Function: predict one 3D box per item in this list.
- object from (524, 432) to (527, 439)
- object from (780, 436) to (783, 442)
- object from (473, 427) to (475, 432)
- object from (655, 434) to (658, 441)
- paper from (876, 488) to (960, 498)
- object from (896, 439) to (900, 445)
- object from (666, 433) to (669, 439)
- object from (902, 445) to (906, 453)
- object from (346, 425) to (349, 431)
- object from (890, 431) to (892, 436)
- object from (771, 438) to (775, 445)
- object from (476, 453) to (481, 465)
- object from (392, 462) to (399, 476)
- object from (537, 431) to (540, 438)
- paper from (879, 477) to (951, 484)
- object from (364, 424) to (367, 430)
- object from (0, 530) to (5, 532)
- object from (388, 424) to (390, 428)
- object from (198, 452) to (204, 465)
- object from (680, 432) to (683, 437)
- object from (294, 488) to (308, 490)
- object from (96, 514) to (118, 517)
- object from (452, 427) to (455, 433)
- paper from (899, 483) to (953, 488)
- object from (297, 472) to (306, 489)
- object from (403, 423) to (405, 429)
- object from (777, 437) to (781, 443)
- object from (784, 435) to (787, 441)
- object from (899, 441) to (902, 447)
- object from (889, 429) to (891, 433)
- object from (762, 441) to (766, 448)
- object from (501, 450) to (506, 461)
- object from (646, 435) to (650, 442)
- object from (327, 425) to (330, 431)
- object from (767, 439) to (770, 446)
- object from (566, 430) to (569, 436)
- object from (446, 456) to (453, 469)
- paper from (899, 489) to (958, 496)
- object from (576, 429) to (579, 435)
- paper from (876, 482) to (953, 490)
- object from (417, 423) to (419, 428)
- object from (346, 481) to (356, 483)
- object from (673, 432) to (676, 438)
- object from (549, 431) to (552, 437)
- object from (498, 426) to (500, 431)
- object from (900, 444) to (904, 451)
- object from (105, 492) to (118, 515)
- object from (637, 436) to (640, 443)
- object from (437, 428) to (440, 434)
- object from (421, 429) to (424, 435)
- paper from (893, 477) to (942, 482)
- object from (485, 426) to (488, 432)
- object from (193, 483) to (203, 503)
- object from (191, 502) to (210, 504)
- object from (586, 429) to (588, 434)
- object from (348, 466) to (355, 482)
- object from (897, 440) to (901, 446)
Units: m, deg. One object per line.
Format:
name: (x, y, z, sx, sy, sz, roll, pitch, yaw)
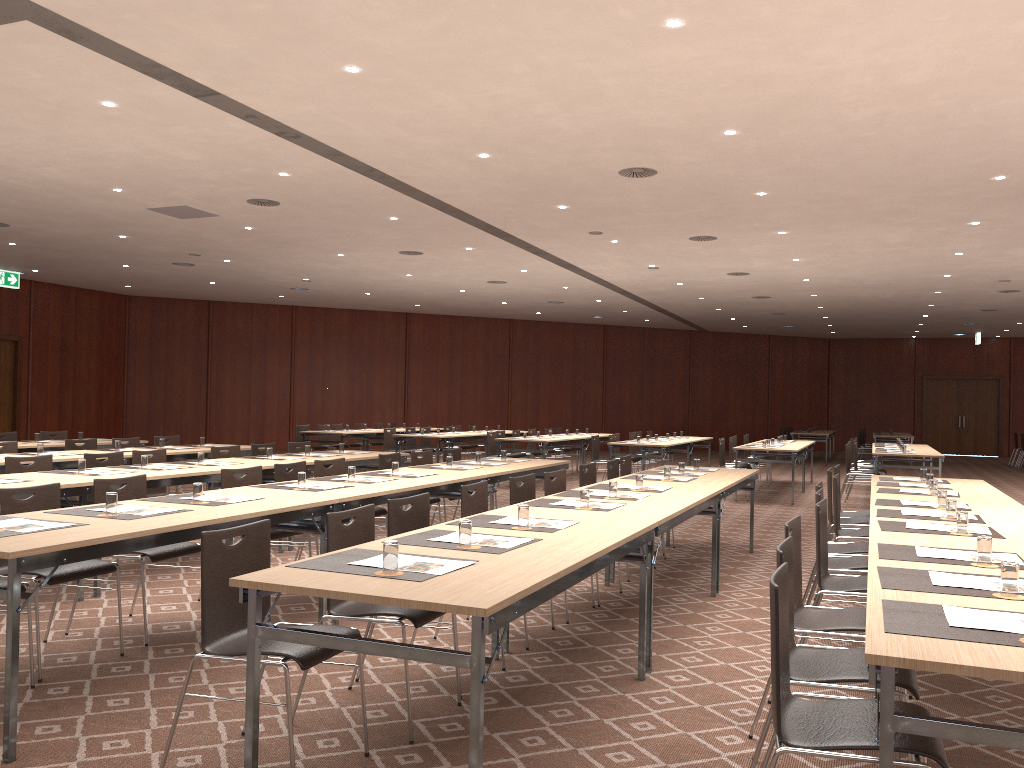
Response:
object: (0.227, 0.891, 15.322, 0.054, 0.114, 0.054, 1, -1, 11)
object: (5.016, 1.021, 16.514, 0.054, 0.114, 0.054, 1, -1, -12)
object: (-0.777, 0.932, 18.179, 0.054, 0.114, 0.054, 1, -1, -12)
object: (2.568, 0.952, 15.776, 0.054, 0.114, 0.054, 1, -1, 11)
paper: (3.093, 0.827, 6.756, 0.565, 0.003, 0.460, 1, -1, 25)
object: (7.123, 1.064, 16.358, 0.054, 0.114, 0.054, 2, -1, -34)
object: (2.927, 0.979, 16.671, 0.054, 0.114, 0.054, 1, -1, -12)
object: (5.771, 0.963, 13.051, 0.054, 0.114, 0.054, 1, -1, -12)
object: (-3.239, 0.862, 17.452, 0.054, 0.114, 0.054, 1, -1, 11)
object: (9.633, 1.253, 22.521, 0.054, 0.114, 0.054, 2, -1, -34)
object: (4.416, 0.976, 15.014, 0.054, 0.114, 0.054, 1, -1, 11)
object: (-0.329, 0.735, 8.690, 0.054, 0.114, 0.054, 2, -1, -34)
object: (-0.946, 0.689, 7.198, 0.054, 0.114, 0.054, 2, -1, -34)
object: (0.473, 0.910, 15.924, 0.054, 0.114, 0.054, 1, -1, 11)
paper: (3.599, 0.863, 7.949, 0.565, 0.003, 0.460, 1, -1, 21)
object: (-2.986, 0.881, 18.046, 0.054, 0.114, 0.054, 1, -1, 11)
object: (-2.281, 0.645, 3.890, 0.102, 0.001, 0.102, 0, -1, 33)
object: (-2.626, 0.908, 18.945, 0.054, 0.114, 0.054, 1, -1, -12)
object: (-2.787, 0.665, 7.944, 0.054, 0.114, 0.054, 2, -1, -34)
object: (3.419, 1.016, 17.870, 0.054, 0.114, 0.054, 1, -1, -12)
object: (-1.426, 0.710, 5.989, 0.102, 0.001, 0.102, 1, -1, 11)
object: (-2.045, 0.664, 4.486, 0.102, 0.001, 0.102, 1, -1, 11)
object: (-1.140, 0.904, 17.286, 0.054, 0.114, 0.054, 1, -1, 11)
paper: (3.442, 0.844, 7.378, 0.398, 0.006, 0.283, 1, -1, 23)
object: (-1.421, 0.653, 5.993, 0.054, 0.114, 0.054, 2, -1, -34)
object: (-2.377, 0.927, 19.552, 0.054, 0.114, 0.054, 1, -1, -12)
object: (4.791, 1.003, 15.912, 0.054, 0.114, 0.054, 1, -1, -12)
object: (5.273, 1.040, 17.123, 0.054, 0.114, 0.054, 1, -1, -12)
object: (6.641, 1.027, 15.159, 0.054, 0.114, 0.054, 2, -1, -34)
object: (10.504, 1.317, 24.622, 0.054, 0.114, 0.054, 1, -1, -12)
object: (3.930, 0.939, 13.812, 0.054, 0.114, 0.054, 1, -1, 11)
object: (-0.087, 0.754, 9.303, 0.054, 0.114, 0.054, 1, -1, -12)
object: (2.325, 0.933, 15.163, 0.054, 0.114, 0.054, 1, -1, 11)
object: (-3.481, 0.844, 16.839, 0.054, 0.114, 0.054, 1, -1, 11)
object: (4.166, 0.957, 14.412, 0.054, 0.114, 0.054, 1, -1, 11)
object: (1.086, 0.956, 17.428, 0.054, 0.114, 0.054, 1, -1, -12)
object: (-0.571, 0.717, 8.095, 0.054, 0.114, 0.054, 2, -1, -34)
paper: (3.180, 0.825, 6.771, 0.398, 0.006, 0.283, 1, -1, 26)
object: (1.325, 0.974, 18.021, 0.054, 0.114, 0.054, 1, -1, -12)
paper: (3.345, 0.846, 7.385, 0.565, 0.003, 0.460, 1, -1, 24)
object: (-2.138, 0.945, 20.149, 0.054, 0.114, 0.054, 1, -1, -12)
object: (-1.193, 0.728, 6.587, 0.102, 0.001, 0.102, 1, -1, 11)
object: (3.173, 0.998, 17.273, 0.054, 0.114, 0.054, 1, -1, -12)
object: (0.716, 0.928, 16.527, 0.054, 0.114, 0.054, 1, -1, 11)
object: (-0.286, 0.968, 19.385, 0.054, 0.114, 0.054, 1, -1, -12)
object: (6.013, 0.981, 13.662, 0.054, 0.114, 0.054, 1, -1, -12)
object: (-2.032, 0.607, 4.501, 0.054, 0.114, 0.054, 2, -1, -34)
object: (2.081, 0.915, 14.571, 0.054, 0.114, 0.054, 1, -1, 11)
object: (-1.384, 0.886, 16.696, 0.054, 0.114, 0.054, 1, -1, 11)
object: (-1.624, 0.867, 16.076, 0.054, 0.114, 0.054, 1, -1, 11)
paper: (3.654, 0.862, 7.995, 0.398, 0.006, 0.283, 1, -1, 21)
object: (-0.534, 0.950, 18.785, 0.054, 0.114, 0.054, 1, -1, -12)
object: (-1.802, 0.625, 5.088, 0.054, 0.114, 0.054, 2, -1, -34)
object: (-1.792, 0.682, 5.095, 0.102, 0.001, 0.102, 1, -1, 11)
object: (1.575, 0.992, 18.621, 0.054, 0.114, 0.054, 1, -1, -12)
object: (-1.193, 0.671, 6.593, 0.054, 0.114, 0.054, 2, -1, -34)
object: (6.876, 1.045, 15.760, 0.054, 0.114, 0.054, 2, -1, -34)
